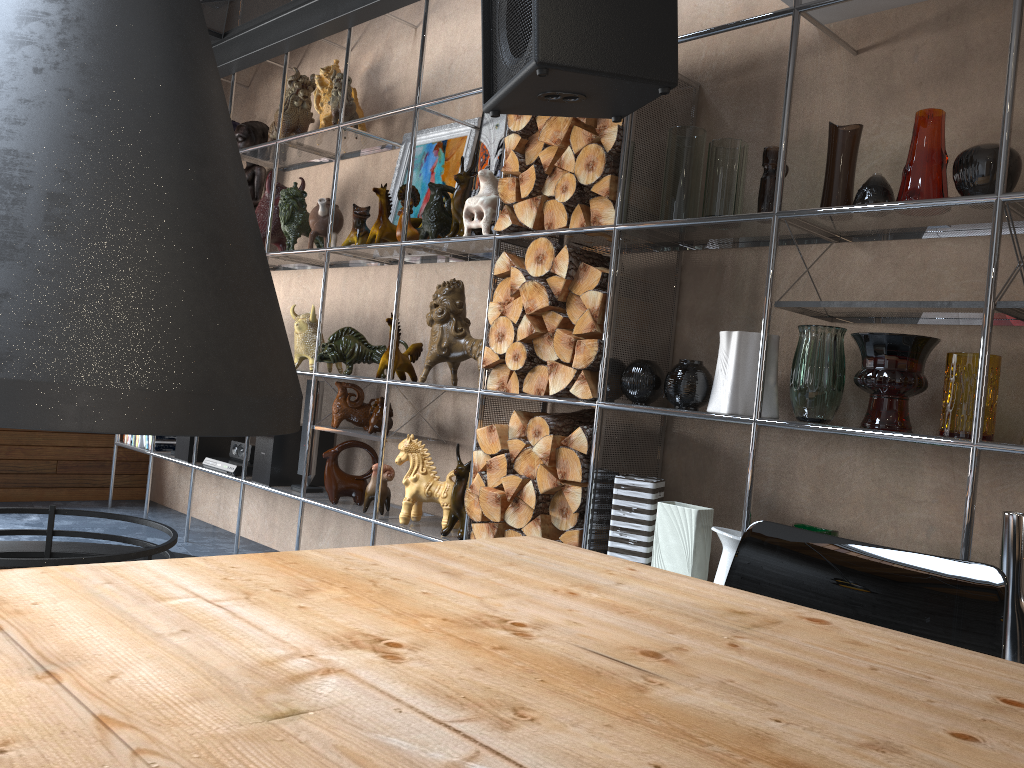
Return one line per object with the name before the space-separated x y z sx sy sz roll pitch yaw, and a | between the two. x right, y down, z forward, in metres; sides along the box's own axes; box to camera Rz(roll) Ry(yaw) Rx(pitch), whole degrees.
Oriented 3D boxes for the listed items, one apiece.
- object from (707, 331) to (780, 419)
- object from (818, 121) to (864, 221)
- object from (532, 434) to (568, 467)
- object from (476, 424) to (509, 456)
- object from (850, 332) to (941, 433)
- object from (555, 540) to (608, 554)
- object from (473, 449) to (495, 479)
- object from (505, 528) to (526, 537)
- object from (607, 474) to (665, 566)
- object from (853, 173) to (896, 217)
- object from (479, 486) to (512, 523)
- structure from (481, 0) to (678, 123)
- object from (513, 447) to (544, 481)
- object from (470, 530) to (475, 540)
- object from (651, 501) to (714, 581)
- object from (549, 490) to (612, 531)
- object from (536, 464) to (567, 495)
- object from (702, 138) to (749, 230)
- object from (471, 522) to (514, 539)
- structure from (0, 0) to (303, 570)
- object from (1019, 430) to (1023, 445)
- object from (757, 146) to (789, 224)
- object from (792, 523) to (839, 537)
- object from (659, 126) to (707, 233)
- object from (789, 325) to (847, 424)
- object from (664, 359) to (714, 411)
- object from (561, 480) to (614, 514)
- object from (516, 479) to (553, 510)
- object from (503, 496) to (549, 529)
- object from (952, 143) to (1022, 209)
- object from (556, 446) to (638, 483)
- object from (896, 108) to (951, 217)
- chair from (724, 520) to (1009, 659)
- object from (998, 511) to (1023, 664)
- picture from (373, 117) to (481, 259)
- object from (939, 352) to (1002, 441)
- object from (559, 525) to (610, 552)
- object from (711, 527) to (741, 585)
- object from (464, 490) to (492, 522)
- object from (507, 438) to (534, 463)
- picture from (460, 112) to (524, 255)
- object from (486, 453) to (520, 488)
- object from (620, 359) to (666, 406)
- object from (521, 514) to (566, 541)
object | 0.687 -0.027 2.605 0.175 0.241 0.165 6 0 -9
object | 0.901 -0.590 2.436 0.092 0.268 0.092 6 0 -22
object | 0.221 0.232 3.055 0.098 0.115 0.362 5 0 45
object | 0.025 0.208 3.249 0.299 0.119 0.151 6 0 -42
object | 0.984 0.000 2.305 0.216 0.244 0.218 5 0 36
object | 0.250 0.577 2.972 0.287 0.112 0.126 6 0 -45
object | -0.013 0.304 3.301 0.097 0.120 0.308 5 0 41
object | 0.116 0.561 3.118 0.135 0.114 0.299 5 0 43
object | 0.393 0.471 2.834 0.139 0.347 0.140 6 0 25
object | 0.967 -0.504 2.360 0.108 0.109 0.109 6 0 -18
object | 0.042 0.425 3.219 0.115 0.131 0.374 5 0 41
structure | 0.183 -1.128 2.448 0.506 0.744 0.460 6 0 -19
object | 0.173 0.286 3.140 0.164 0.128 0.321 5 0 45
object | -0.017 0.553 3.305 0.103 0.110 0.312 5 0 42
object | 0.512 0.511 2.686 0.092 0.287 0.148 6 -1 -44
object | 0.269 0.430 3.030 0.285 0.143 0.143 6 0 -45
object | 0.239 0.335 3.042 0.329 0.107 0.128 6 0 -44
object | 0.648 -0.607 2.701 0.113 0.253 0.112 6 -1 -44
object | 0.033 0.548 3.212 0.362 0.131 0.154 6 0 -44
structure | -0.752 -1.914 1.975 1.197 5.700 1.689 6 -1 -44
object | 1.214 0.060 2.027 0.081 0.170 0.081 6 0 -19
object | 0.754 -0.578 2.572 0.058 0.215 0.077 6 0 -18
object | 0.812 0.536 2.417 0.125 0.295 0.130 6 0 -20
object | 0.542 -0.647 2.817 0.122 0.313 0.122 6 0 -24
object | 0.840 -0.024 2.437 0.144 0.264 0.142 6 0 -14
object | 0.544 0.004 2.730 0.151 0.154 0.151 6 0 -41
object | 0.296 0.369 2.979 0.111 0.121 0.309 5 0 45
object | 0.167 0.386 3.099 0.331 0.110 0.101 6 0 -42
object | 0.113 0.446 3.127 0.147 0.118 0.288 5 0 42
object | 1.156 -0.506 2.161 0.149 0.149 0.148 6 0 -1
object | 0.285 0.268 2.978 0.135 0.114 0.299 5 0 43
object | 1.060 -0.568 2.270 0.127 0.255 0.126 6 0 -1
chair | 0.366 0.645 1.263 0.599 0.825 0.527 6 -1 -44
object | 1.181 0.510 2.040 0.129 0.420 0.129 6 -1 -41
picture | -0.396 -0.887 4.069 0.136 0.626 0.544 6 -1 -44
object | 1.117 0.031 2.163 0.120 0.206 0.120 6 0 3
object | 0.289 0.512 2.975 0.095 0.088 0.303 5 0 44
object | 0.659 0.547 2.562 0.171 0.245 0.146 6 0 -14
object | -0.028 0.451 3.293 0.321 0.109 0.110 6 0 -44
object | 0.116 0.244 3.186 0.098 0.090 0.303 5 0 45
picture | 0.031 -0.967 3.684 0.090 0.863 0.530 6 -1 -45
object | 0.042 0.306 3.216 0.112 0.153 0.290 5 0 43
object | 0.422 -0.004 2.856 0.148 0.146 0.150 6 0 25
object | 0.180 0.490 3.074 0.103 0.098 0.330 5 0 43
